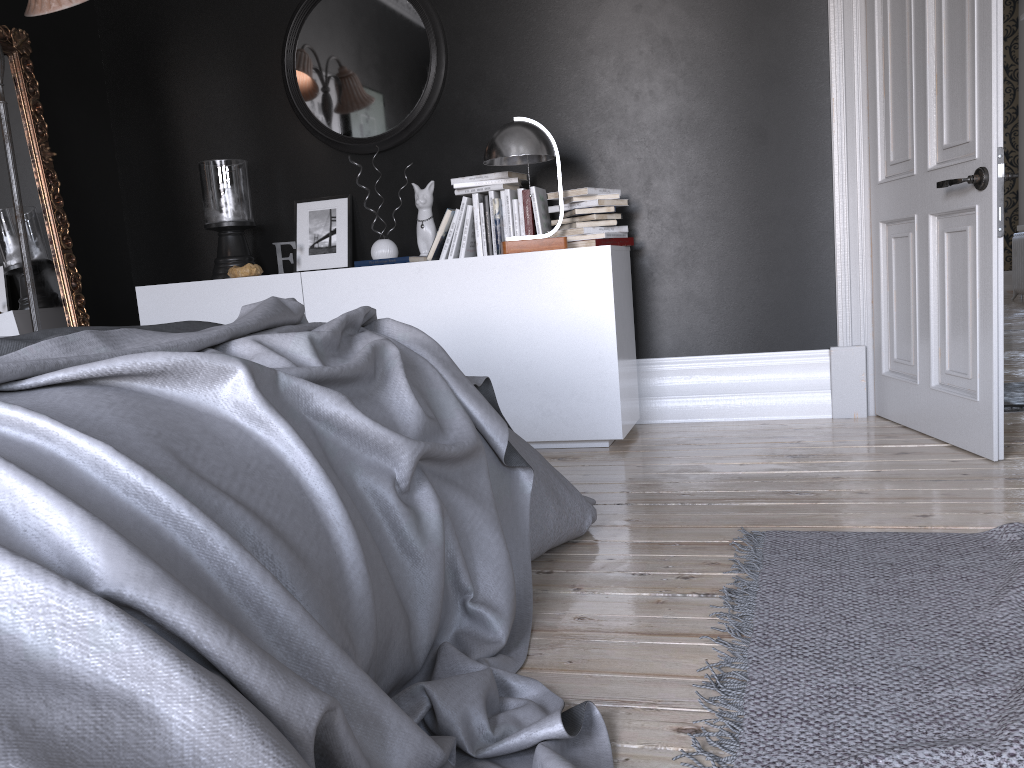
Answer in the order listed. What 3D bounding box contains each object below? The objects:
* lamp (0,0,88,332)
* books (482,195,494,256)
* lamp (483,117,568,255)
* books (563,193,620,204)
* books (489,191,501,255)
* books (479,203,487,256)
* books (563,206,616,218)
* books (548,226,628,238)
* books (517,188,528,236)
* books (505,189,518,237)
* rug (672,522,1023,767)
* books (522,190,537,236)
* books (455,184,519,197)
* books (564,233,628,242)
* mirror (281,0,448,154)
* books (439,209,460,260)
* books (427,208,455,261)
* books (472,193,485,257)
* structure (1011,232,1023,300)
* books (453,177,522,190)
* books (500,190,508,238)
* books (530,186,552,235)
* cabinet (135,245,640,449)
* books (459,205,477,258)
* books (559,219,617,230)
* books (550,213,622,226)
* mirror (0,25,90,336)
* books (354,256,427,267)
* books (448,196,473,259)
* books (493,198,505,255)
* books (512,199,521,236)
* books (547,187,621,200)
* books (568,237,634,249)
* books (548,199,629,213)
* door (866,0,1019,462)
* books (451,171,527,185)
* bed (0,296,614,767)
[{"bbox_3d":[-1.999,-0.707,3.592,0.984,2.418,0.772,-11,10,-40],"label":"lamp"},{"bbox_3d":[-0.089,-0.757,4.280,0.030,0.290,0.192,-2,8,16],"label":"books"},{"bbox_3d":[0.052,-0.879,3.932,0.340,0.592,0.327,-5,8,-4],"label":"lamp"},{"bbox_3d":[0.358,-0.864,4.178,0.220,0.024,0.306,-6,7,-9],"label":"books"},{"bbox_3d":[-0.058,-0.770,4.293,0.024,0.308,0.219,-2,8,16],"label":"books"},{"bbox_3d":[-0.108,-0.744,4.314,0.026,0.259,0.195,-2,8,16],"label":"books"},{"bbox_3d":[0.354,-0.804,4.161,0.193,0.031,0.289,-6,7,-9],"label":"books"},{"bbox_3d":[0.357,-0.715,4.168,0.317,0.031,0.229,-11,10,-43],"label":"books"},{"bbox_3d":[0.081,-0.780,4.281,0.030,0.307,0.220,-2,8,16],"label":"books"},{"bbox_3d":[0.018,-0.774,4.271,0.024,0.308,0.219,-2,8,16],"label":"books"},{"bbox_3d":[2.057,0.477,1.091,3.645,0.050,2.100,-3,7,17],"label":"rug"},{"bbox_3d":[0.108,-0.772,4.248,0.038,0.296,0.235,-2,8,16],"label":"books"},{"bbox_3d":[-0.117,-0.935,4.285,0.258,0.026,0.195,-1,8,26],"label":"books"},{"bbox_3d":[0.383,-0.686,4.156,0.228,0.025,0.318,-1,8,26],"label":"books"},{"bbox_3d":[-0.777,-1.665,4.573,0.924,0.927,0.061,-2,8,16],"label":"mirror"},{"bbox_3d":[-0.275,-0.730,4.364,0.132,0.245,0.195,-2,8,16],"label":"books"},{"bbox_3d":[-0.323,-0.726,4.346,0.158,0.247,0.202,-2,8,16],"label":"books"},{"bbox_3d":[-0.135,-0.770,4.345,0.030,0.307,0.220,-2,8,16],"label":"books"},{"bbox_3d":[6.141,-1.367,10.415,0.276,0.851,1.138,-2,8,16],"label":"structure"},{"bbox_3d":[-0.113,-0.960,4.278,0.307,0.024,0.219,-4,7,6],"label":"books"},{"bbox_3d":[0.000,-0.776,4.305,0.030,0.307,0.220,-2,8,16],"label":"books"},{"bbox_3d":[0.148,-0.779,4.233,0.050,0.309,0.219,-2,8,16],"label":"books"},{"bbox_3d":[-0.620,-0.139,4.422,2.397,0.885,0.568,-3,8,16],"label":"cabinet"},{"bbox_3d":[-0.198,-0.739,4.340,0.091,0.257,0.195,-2,8,16],"label":"books"},{"bbox_3d":[0.354,-0.745,4.174,0.203,0.029,0.268,-6,7,-14],"label":"books"},{"bbox_3d":[0.347,-0.775,4.178,0.192,0.031,0.289,-11,9,-42],"label":"books"},{"bbox_3d":[-2.398,-0.621,4.111,0.254,2.198,0.988,-2,8,16],"label":"mirror"},{"bbox_3d":[-0.564,-0.573,4.154,0.289,0.031,0.192,-2,7,22],"label":"books"},{"bbox_3d":[-0.231,-0.758,4.345,0.126,0.297,0.219,-2,8,16],"label":"books"},{"bbox_3d":[-0.042,-0.746,4.251,0.029,0.270,0.204,-2,8,16],"label":"books"},{"bbox_3d":[0.048,-0.751,4.268,0.026,0.259,0.195,-2,8,16],"label":"books"},{"bbox_3d":[0.338,-0.884,4.138,0.220,0.030,0.306,0,9,36],"label":"books"},{"bbox_3d":[0.389,-0.654,4.151,0.234,0.038,0.294,2,9,43],"label":"books"},{"bbox_3d":[0.357,-0.835,4.161,0.220,0.030,0.306,-11,10,-43],"label":"books"},{"bbox_3d":[1.651,-0.970,3.500,0.216,2.380,1.095,-4,8,4],"label":"door"},{"bbox_3d":[-0.109,-0.991,4.301,0.306,0.030,0.220,-1,8,26],"label":"books"},{"bbox_3d":[-1.489,0.029,1.873,3.284,1.302,2.758,-4,7,5],"label":"bed"}]
